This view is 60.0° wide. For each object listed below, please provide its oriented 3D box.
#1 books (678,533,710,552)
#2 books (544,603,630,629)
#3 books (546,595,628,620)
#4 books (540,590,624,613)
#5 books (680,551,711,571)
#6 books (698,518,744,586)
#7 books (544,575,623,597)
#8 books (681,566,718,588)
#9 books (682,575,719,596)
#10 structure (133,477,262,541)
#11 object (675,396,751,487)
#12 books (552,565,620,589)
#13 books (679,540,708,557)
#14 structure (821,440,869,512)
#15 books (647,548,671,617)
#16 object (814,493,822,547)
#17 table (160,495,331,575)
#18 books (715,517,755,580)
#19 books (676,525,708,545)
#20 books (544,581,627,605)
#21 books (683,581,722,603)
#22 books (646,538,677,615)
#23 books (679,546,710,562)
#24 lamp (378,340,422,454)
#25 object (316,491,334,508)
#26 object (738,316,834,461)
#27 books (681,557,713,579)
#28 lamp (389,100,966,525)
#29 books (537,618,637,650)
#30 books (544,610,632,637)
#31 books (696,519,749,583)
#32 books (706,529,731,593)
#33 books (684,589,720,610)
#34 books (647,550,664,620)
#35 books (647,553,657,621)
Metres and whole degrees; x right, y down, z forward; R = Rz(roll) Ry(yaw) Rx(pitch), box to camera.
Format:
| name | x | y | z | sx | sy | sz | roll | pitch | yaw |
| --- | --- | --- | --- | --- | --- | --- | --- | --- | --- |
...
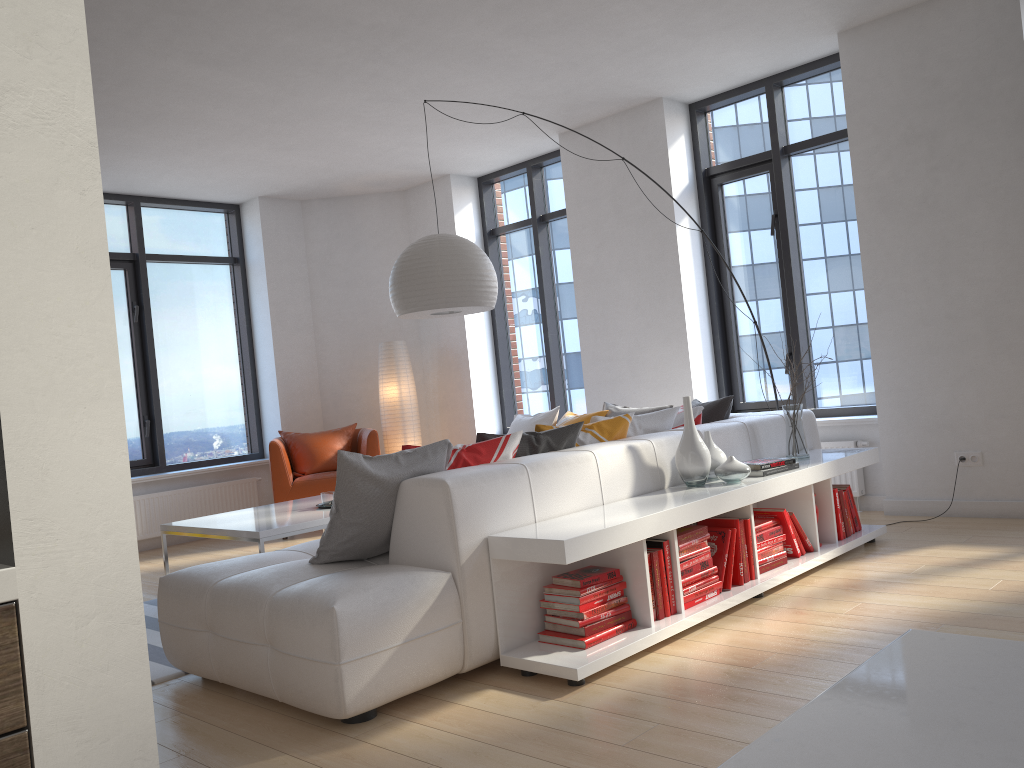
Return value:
| name | x | y | z | sx | sy | sz | roll | pitch | yaw |
| --- | --- | --- | --- | --- | --- | --- | --- | --- | --- |
| books | 0.666 | 0.645 | 3.630 | 0.187 | 0.026 | 0.266 | -6 | -1 | 38 |
| books | 0.277 | 0.843 | 3.269 | 0.266 | 0.026 | 0.187 | -5 | -1 | -40 |
| books | 0.277 | 0.818 | 3.282 | 0.182 | 0.025 | 0.257 | -6 | -1 | 44 |
| books | 0.260 | 0.794 | 3.290 | 0.191 | 0.028 | 0.261 | -6 | -1 | 44 |
| books | 0.665 | 0.719 | 3.625 | 0.191 | 0.027 | 0.261 | -6 | -1 | 40 |
| books | 0.904 | 0.724 | 3.840 | 0.199 | 0.282 | 0.046 | -6 | -1 | 44 |
| books | 0.265 | 0.740 | 3.282 | 0.178 | 0.025 | 0.254 | -6 | -1 | 43 |
| books | 0.667 | 0.788 | 3.641 | 0.227 | 0.032 | 0.301 | -6 | -1 | 44 |
| books | 0.693 | 0.813 | 3.613 | 0.187 | 0.026 | 0.266 | -6 | -1 | 43 |
| structure | -2.760 | 1.110 | 7.475 | 0.110 | 0.460 | 1.474 | -6 | -1 | 44 |
| object | 0.854 | 0.247 | 3.963 | 0.316 | 0.398 | 0.319 | -6 | 0 | -22 |
| books | 0.274 | 0.713 | 3.281 | 0.206 | 0.029 | 0.152 | -5 | -1 | -40 |
| books | 0.651 | 0.672 | 3.621 | 0.182 | 0.025 | 0.257 | -6 | -1 | 44 |
| structure | 1.923 | 0.622 | 5.977 | 1.015 | 0.460 | 0.110 | -6 | -1 | 44 |
| books | 0.517 | 0.769 | 3.459 | 0.195 | 0.259 | 0.042 | -6 | -1 | 44 |
| object | 1.468 | 0.680 | 4.422 | 0.125 | 0.258 | 0.125 | -6 | 0 | 21 |
| table | -1.213 | 0.937 | 5.053 | 1.091 | 0.435 | 1.091 | -6 | -1 | 44 |
| books | 0.976 | 0.722 | 3.903 | 0.181 | 0.269 | 0.028 | -6 | -1 | 44 |
| books | 0.645 | 0.617 | 3.623 | 0.206 | 0.034 | 0.259 | -6 | -1 | 41 |
| books | 0.271 | 0.766 | 3.281 | 0.269 | 0.028 | 0.179 | -5 | -1 | -45 |
| books | 0.700 | 0.839 | 3.611 | 0.282 | 0.030 | 0.188 | -5 | -1 | -45 |
| books | 0.536 | 0.752 | 3.488 | 0.214 | 0.291 | 0.049 | -6 | -1 | 44 |
| books | 0.672 | 0.693 | 3.628 | 0.178 | 0.023 | 0.236 | -6 | -1 | 44 |
| lamp | -0.795 | 0.366 | 7.986 | 0.804 | 1.550 | 0.502 | -6 | 0 | 4 |
| object | -0.976 | 0.562 | 5.116 | 0.330 | 0.265 | 0.330 | -6 | 0 | -22 |
| object | 1.485 | 0.012 | 4.527 | 0.406 | 0.744 | 0.607 | -6 | 0 | -6 |
| books | 0.658 | 0.753 | 3.637 | 0.206 | 0.039 | 0.279 | -6 | -1 | 45 |
| lamp | 0.915 | -0.379 | 5.172 | 3.199 | 2.647 | 0.710 | -6 | 0 | -10 |
| books | 0.279 | 0.906 | 3.264 | 0.227 | 0.032 | 0.301 | -6 | -1 | 44 |
| books | 0.281 | 0.873 | 3.281 | 0.259 | 0.034 | 0.206 | -5 | -1 | -43 |
| books | 0.919 | 0.727 | 3.878 | 0.215 | 0.270 | 0.038 | -6 | -1 | 44 |
| books | 0.828 | 0.746 | 3.769 | 0.188 | 0.247 | 0.144 | -6 | -1 | 44 |
| books | 0.688 | 0.870 | 3.621 | 0.200 | 0.029 | 0.274 | -6 | -1 | 44 |
| books | 0.483 | 0.773 | 3.439 | 0.207 | 0.259 | 0.034 | -6 | -1 | 44 |
| books | 0.461 | 0.776 | 3.414 | 0.181 | 0.255 | 0.031 | -6 | -1 | 44 |
